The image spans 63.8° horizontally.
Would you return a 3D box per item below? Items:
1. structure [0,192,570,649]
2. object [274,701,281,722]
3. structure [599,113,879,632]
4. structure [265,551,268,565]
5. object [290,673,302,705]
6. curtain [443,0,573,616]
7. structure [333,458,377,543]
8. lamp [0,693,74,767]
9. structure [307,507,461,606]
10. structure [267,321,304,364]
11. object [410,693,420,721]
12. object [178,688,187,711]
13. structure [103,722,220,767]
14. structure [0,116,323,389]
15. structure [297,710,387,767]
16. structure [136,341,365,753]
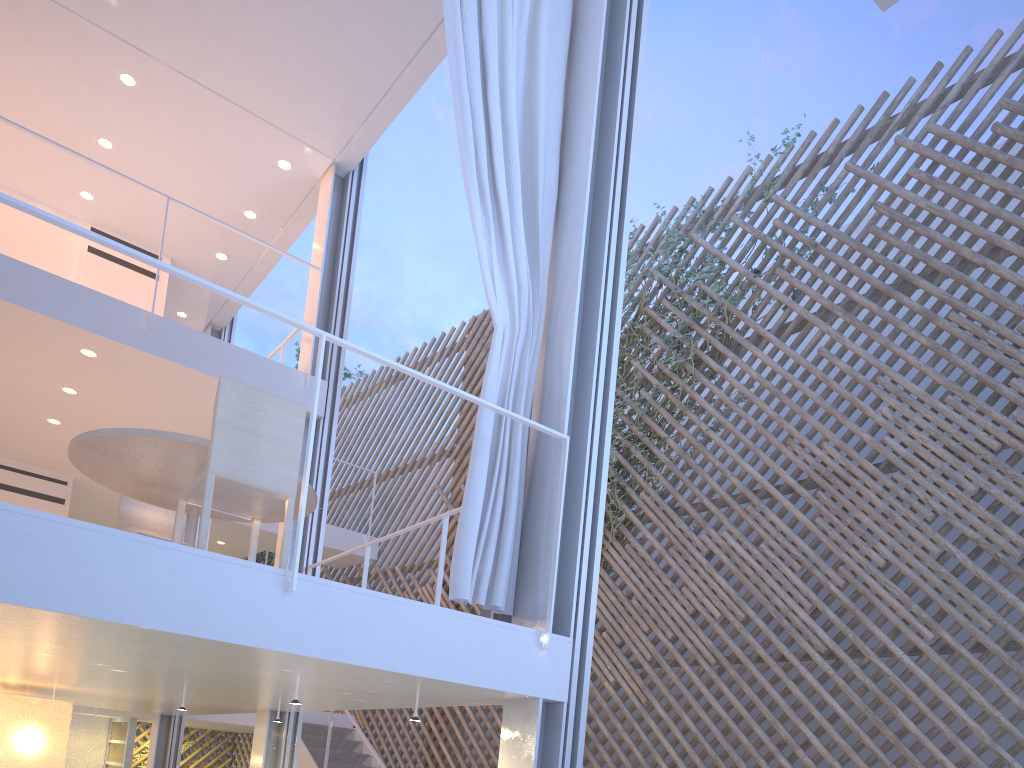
[{"bbox_3d":[-0.065,0.474,1.022,1.431,1.635,1.508,15,-18,-34],"label":"structure"},{"bbox_3d":[-0.851,1.195,3.001,0.030,0.073,0.030,9,-9,-24],"label":"object"},{"bbox_3d":[0.710,0.266,4.394,0.775,2.498,2.437,12,-16,-42],"label":"structure"},{"bbox_3d":[-2.024,1.766,6.680,0.559,1.731,1.301,11,-14,-39],"label":"structure"},{"bbox_3d":[-0.523,0.741,2.001,0.030,0.073,0.030,9,-9,-24],"label":"object"},{"bbox_3d":[-0.080,-0.592,2.089,0.535,2.228,0.099,11,-7,-39],"label":"curtain"},{"bbox_3d":[-1.481,0.709,5.712,1.203,0.517,0.028,22,-14,-35],"label":"structure"},{"bbox_3d":[-2.602,1.753,4.011,0.469,0.385,2.438,16,-27,-31],"label":"lamp"},{"bbox_3d":[-0.414,0.781,2.926,0.029,0.505,1.796,9,-22,-34],"label":"structure"},{"bbox_3d":[-1.396,0.137,4.522,0.029,0.505,1.799,9,-22,-34],"label":"structure"},{"bbox_3d":[-1.495,1.194,2.367,1.771,0.742,1.937,22,-28,-34],"label":"object"},{"bbox_3d":[-1.118,1.073,2.802,0.030,0.073,0.030,9,-9,-24],"label":"object"},{"bbox_3d":[-2.935,3.163,6.967,1.195,1.836,0.298,14,-9,-36],"label":"structure"},{"bbox_3d":[-0.599,0.104,1.556,1.803,3.023,3.846,13,-19,-33],"label":"structure"},{"bbox_3d":[-1.051,2.360,4.903,1.247,1.793,2.036,16,-19,-40],"label":"structure"},{"bbox_3d":[-2.872,2.099,8.099,1.158,4.148,3.441,10,-14,-36],"label":"structure"}]
